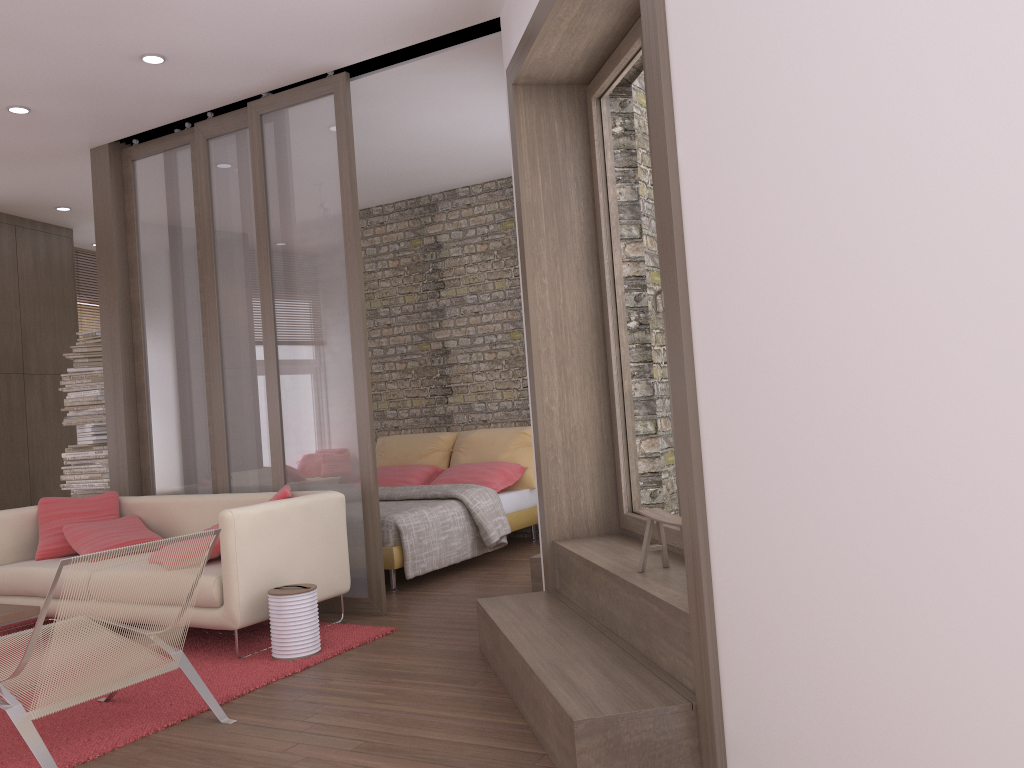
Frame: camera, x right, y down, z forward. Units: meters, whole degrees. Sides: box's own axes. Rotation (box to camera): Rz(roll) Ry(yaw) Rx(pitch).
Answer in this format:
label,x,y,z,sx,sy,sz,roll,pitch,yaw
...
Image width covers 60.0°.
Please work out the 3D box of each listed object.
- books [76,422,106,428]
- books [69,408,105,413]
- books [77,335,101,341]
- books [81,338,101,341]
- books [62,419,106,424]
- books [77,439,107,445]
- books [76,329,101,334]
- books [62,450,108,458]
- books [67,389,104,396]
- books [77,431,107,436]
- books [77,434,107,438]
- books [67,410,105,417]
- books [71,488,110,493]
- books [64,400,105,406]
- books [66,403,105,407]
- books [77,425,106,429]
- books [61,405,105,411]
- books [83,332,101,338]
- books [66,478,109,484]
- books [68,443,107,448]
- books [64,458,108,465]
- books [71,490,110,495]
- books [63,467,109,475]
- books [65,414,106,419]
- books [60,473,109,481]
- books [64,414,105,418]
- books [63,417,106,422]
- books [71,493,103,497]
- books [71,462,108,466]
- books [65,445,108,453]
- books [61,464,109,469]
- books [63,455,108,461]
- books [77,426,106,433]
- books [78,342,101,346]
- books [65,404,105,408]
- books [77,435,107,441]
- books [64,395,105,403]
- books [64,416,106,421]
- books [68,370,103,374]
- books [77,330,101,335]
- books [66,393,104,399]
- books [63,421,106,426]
label,x,y,z,sx,sy,sz,roll,pitch,yaw
books,-3.391,0.334,7.396,0.326,0.018,0.500,-3,-2,-41
books,-3.447,0.219,7.422,0.388,0.020,0.287,-5,-2,24
books,-3.459,-0.382,7.438,0.303,0.015,0.202,-5,-2,29
books,-3.441,-0.369,7.437,0.258,0.010,0.183,-5,-2,14
books,-3.470,0.310,7.417,0.444,0.015,0.279,-4,-2,4
books,-3.404,0.477,7.415,0.322,0.030,0.435,-3,-2,-41
books,-3.468,-0.436,7.441,0.313,0.014,0.204,-5,-2,29
books,-3.430,0.573,7.410,0.469,0.038,0.364,-5,-2,14
books,-3.457,0.072,7.422,0.379,0.028,0.297,-5,-2,24
books,-3.392,0.405,7.399,0.323,0.020,0.484,-3,-2,-41
books,-3.425,0.425,7.416,0.294,0.013,0.413,-3,-2,-41
books,-3.468,0.244,7.441,0.379,0.028,0.297,-4,-2,4
books,-3.376,0.862,7.350,0.396,0.024,0.310,-5,-2,9
books,-3.484,0.159,7.429,0.379,0.028,0.297,-4,-2,4
books,-3.481,0.177,7.424,0.395,0.009,0.233,-4,-2,4
books,-3.402,0.351,7.424,0.345,0.010,0.443,-3,-2,-41
books,-3.467,0.200,7.417,0.467,0.020,0.283,-4,-2,4
books,-3.447,-0.406,7.435,0.260,0.029,0.193,-6,-2,44
books,-3.339,0.789,7.382,0.566,0.025,0.423,-5,-2,29
books,-3.424,0.504,7.431,0.450,0.022,0.364,-4,-2,-11
books,-3.417,0.633,7.420,0.469,0.028,0.368,-5,-2,14
books,-3.378,0.884,7.355,0.405,0.018,0.300,-5,-2,9
books,-3.389,0.709,7.420,0.542,0.046,0.421,-5,-2,29
books,-3.458,0.270,7.420,0.412,0.011,0.308,-4,-2,4
books,-3.418,0.758,7.407,0.522,0.046,0.410,-5,-2,29
books,-3.480,0.262,7.432,0.395,0.007,0.308,-4,-2,4
books,-3.462,0.295,7.417,0.432,0.013,0.288,-4,-2,4
books,-3.372,0.911,7.348,0.396,0.033,0.310,-5,-2,9
books,-3.362,0.652,7.406,0.542,0.020,0.320,-5,-2,29
books,-3.391,0.531,7.413,0.518,0.038,0.341,-5,-2,14
books,-3.420,0.677,7.409,0.510,0.020,0.399,-5,-2,29
books,-3.423,0.603,7.386,0.442,0.025,0.346,-5,-2,14
books,-3.422,0.378,7.421,0.308,0.036,0.417,-3,-2,-41
books,-3.451,-0.326,7.433,0.272,0.023,0.201,-5,-2,9
books,-3.493,0.188,7.422,0.368,0.009,0.262,-4,-2,4
books,-3.378,0.443,7.381,0.317,0.030,0.524,-3,-2,-41
books,-3.496,0.128,7.439,0.379,0.039,0.297,-5,-2,24
books,-3.449,0.281,7.410,0.446,0.012,0.291,-4,-2,4
books,-3.459,-0.101,7.443,0.416,0.015,0.245,-5,-2,9
books,-3.454,-0.426,7.427,0.277,0.008,0.216,-5,-2,29
books,-3.475,0.097,7.435,0.388,0.020,0.287,-5,-2,24
books,-3.445,0.323,7.398,0.469,0.015,0.267,-4,-2,4
